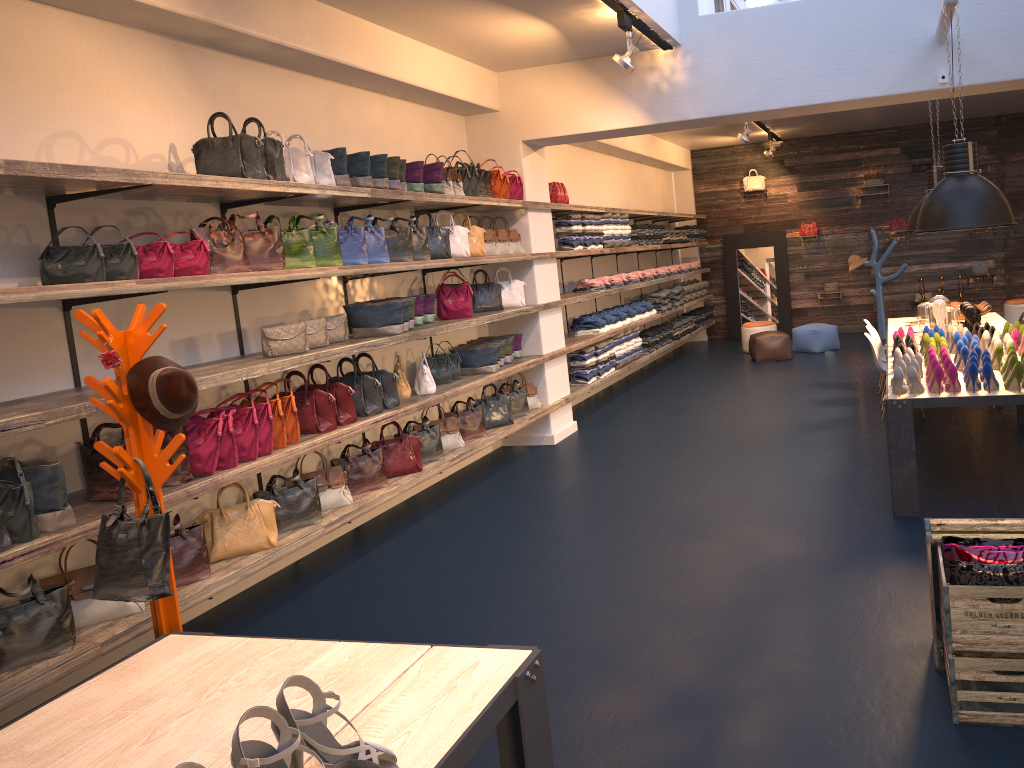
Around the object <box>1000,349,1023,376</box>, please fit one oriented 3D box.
[{"bbox_3d":[3.355,-0.152,5.775,0.193,0.194,0.254,-3,7,17],"label":"object"}]

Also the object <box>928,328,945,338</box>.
[{"bbox_3d":[3.527,-0.374,7.247,0.195,0.194,0.251,-4,7,13],"label":"object"}]

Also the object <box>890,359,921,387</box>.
[{"bbox_3d":[2.597,-0.081,5.721,0.196,0.194,0.251,-4,7,13],"label":"object"}]

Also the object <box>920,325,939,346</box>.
[{"bbox_3d":[3.636,-0.423,7.525,0.191,0.194,0.256,-3,7,21],"label":"object"}]

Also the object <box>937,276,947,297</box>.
[{"bbox_3d":[4.821,-0.976,9.750,0.150,0.466,0.130,-8,6,-27],"label":"object"}]

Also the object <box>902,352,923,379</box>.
[{"bbox_3d":[2.737,-0.129,5.981,0.199,0.194,0.247,-4,7,8],"label":"object"}]

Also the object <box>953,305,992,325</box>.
[{"bbox_3d":[4.678,-0.701,8.835,0.443,0.202,0.221,-5,7,-2],"label":"object"}]

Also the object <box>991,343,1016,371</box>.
[{"bbox_3d":[3.433,-0.199,6.060,0.191,0.194,0.256,-3,7,21],"label":"object"}]

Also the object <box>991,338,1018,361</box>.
[{"bbox_3d":[3.589,-0.252,6.342,0.191,0.194,0.256,-3,7,21],"label":"object"}]

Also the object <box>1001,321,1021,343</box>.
[{"bbox_3d":[4.217,-0.444,7.329,0.191,0.194,0.256,-3,7,21],"label":"object"}]

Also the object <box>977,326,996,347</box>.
[{"bbox_3d":[3.902,-0.391,7.143,0.192,0.194,0.255,-3,7,19],"label":"object"}]

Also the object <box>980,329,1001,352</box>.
[{"bbox_3d":[3.783,-0.343,6.871,0.193,0.194,0.254,-3,7,17],"label":"object"}]

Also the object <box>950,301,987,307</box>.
[{"bbox_3d":[4.897,-0.790,9.337,0.435,0.202,0.226,-4,7,4],"label":"object"}]

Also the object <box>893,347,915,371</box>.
[{"bbox_3d":[2.846,-0.181,6.279,0.188,0.194,0.260,-2,8,29],"label":"object"}]

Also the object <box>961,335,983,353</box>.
[{"bbox_3d":[3.514,-0.292,6.673,0.191,0.194,0.256,-3,7,21],"label":"object"}]

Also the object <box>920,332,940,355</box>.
[{"bbox_3d":[3.391,-0.330,7.012,0.190,0.194,0.258,-2,7,24],"label":"object"}]

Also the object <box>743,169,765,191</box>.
[{"bbox_3d":[4.342,-3.658,15.559,0.420,0.384,0.196,-5,6,5],"label":"object"}]

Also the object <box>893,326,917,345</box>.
[{"bbox_3d":[3.429,-0.413,7.577,0.194,0.194,0.253,-3,7,15],"label":"object"}]

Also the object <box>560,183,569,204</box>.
[{"bbox_3d":[0.421,-1.973,9.047,0.308,0.244,0.148,-4,6,12],"label":"object"}]

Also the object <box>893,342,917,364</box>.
[{"bbox_3d":[2.968,-0.227,6.539,0.193,0.194,0.253,-3,7,17],"label":"object"}]

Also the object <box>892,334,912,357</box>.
[{"bbox_3d":[3.183,-0.319,7.056,0.191,0.194,0.256,-3,7,21],"label":"object"}]

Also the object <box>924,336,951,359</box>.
[{"bbox_3d":[3.290,-0.281,6.723,0.191,0.194,0.256,-3,7,21],"label":"object"}]

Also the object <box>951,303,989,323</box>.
[{"bbox_3d":[4.782,-0.744,9.076,0.443,0.202,0.221,-5,7,-2],"label":"object"}]

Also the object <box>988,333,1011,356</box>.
[{"bbox_3d":[3.720,-0.300,6.607,0.191,0.194,0.256,-3,7,21],"label":"object"}]

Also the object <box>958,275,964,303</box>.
[{"bbox_3d":[5.028,-0.985,9.693,0.142,0.466,0.138,-6,5,-3],"label":"object"}]

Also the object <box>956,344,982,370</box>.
[{"bbox_3d":[3.240,-0.194,6.138,0.191,0.194,0.256,-3,7,21],"label":"object"}]

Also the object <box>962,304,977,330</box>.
[{"bbox_3d":[4.287,-0.607,8.111,0.146,0.284,0.162,-3,6,20],"label":"object"}]

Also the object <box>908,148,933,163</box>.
[{"bbox_3d":[6.962,-3.881,14.790,0.405,0.231,0.184,-4,6,11],"label":"object"}]

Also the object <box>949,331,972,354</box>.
[{"bbox_3d":[3.602,-0.339,6.949,0.191,0.194,0.256,-3,7,21],"label":"object"}]

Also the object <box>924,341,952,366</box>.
[{"bbox_3d":[3.161,-0.231,6.447,0.191,0.194,0.256,-3,7,21],"label":"object"}]

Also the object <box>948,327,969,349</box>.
[{"bbox_3d":[3.712,-0.383,7.195,0.191,0.194,0.256,-3,7,21],"label":"object"}]

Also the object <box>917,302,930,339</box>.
[{"bbox_3d":[3.895,-0.602,8.130,0.171,0.334,0.202,-1,7,39],"label":"object"}]

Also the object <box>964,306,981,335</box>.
[{"bbox_3d":[4.179,-0.563,7.863,0.146,0.284,0.162,-3,6,20],"label":"object"}]

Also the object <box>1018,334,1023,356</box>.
[{"bbox_3d":[3.915,-0.307,6.540,0.188,0.194,0.260,-2,8,28],"label":"object"}]

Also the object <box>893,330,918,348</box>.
[{"bbox_3d":[3.306,-0.366,7.320,0.192,0.194,0.262,-1,8,32],"label":"object"}]

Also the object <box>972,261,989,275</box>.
[{"bbox_3d":[7.962,-1.974,14.757,0.254,0.229,0.085,0,8,36],"label":"object"}]

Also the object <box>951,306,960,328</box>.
[{"bbox_3d":[4.034,-0.572,7.997,0.171,0.288,0.178,-5,6,9],"label":"object"}]

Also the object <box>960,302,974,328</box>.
[{"bbox_3d":[4.391,-0.650,8.352,0.146,0.284,0.162,-3,6,20],"label":"object"}]

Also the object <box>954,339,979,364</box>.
[{"bbox_3d":[3.378,-0.247,6.431,0.197,0.194,0.257,-3,7,21],"label":"object"}]

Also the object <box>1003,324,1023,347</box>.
[{"bbox_3d":[4.108,-0.398,7.068,0.191,0.194,0.256,-3,7,21],"label":"object"}]

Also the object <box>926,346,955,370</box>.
[{"bbox_3d":[3.042,-0.183,6.180,0.188,0.194,0.260,-2,8,29],"label":"object"}]

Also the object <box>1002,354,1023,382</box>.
[{"bbox_3d":[3.231,-0.107,5.532,0.191,0.194,0.256,-3,7,21],"label":"object"}]

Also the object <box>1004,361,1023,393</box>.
[{"bbox_3d":[3.102,-0.060,5.275,0.195,0.194,0.252,-4,7,15],"label":"object"}]

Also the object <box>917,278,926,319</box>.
[{"bbox_3d":[4.630,-0.968,9.807,0.129,0.466,0.150,-2,6,32],"label":"object"}]

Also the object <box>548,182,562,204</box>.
[{"bbox_3d":[0.335,-1.939,8.855,0.304,0.244,0.149,-3,6,16],"label":"object"}]

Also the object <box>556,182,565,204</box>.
[{"bbox_3d":[0.374,-1.956,8.948,0.302,0.244,0.150,-3,6,20],"label":"object"}]

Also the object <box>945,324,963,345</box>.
[{"bbox_3d":[3.816,-0.429,7.461,0.189,0.194,0.259,-2,8,27],"label":"object"}]

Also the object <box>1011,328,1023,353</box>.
[{"bbox_3d":[3.991,-0.354,6.826,0.191,0.194,0.256,-3,7,21],"label":"object"}]

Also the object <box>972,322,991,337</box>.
[{"bbox_3d":[4.015,-0.441,7.427,0.191,0.194,0.256,-3,7,21],"label":"object"}]

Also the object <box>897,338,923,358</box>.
[{"bbox_3d":[3.100,-0.275,6.797,0.188,0.194,0.260,-2,8,29],"label":"object"}]

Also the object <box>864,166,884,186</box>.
[{"bbox_3d":[6.255,-3.600,15.032,0.328,0.333,0.177,-1,7,30],"label":"object"}]

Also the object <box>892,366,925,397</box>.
[{"bbox_3d":[2.478,-0.032,5.446,0.189,0.194,0.259,-2,8,26],"label":"object"}]

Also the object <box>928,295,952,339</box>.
[{"bbox_3d":[3.868,-0.599,7.844,0.198,0.410,0.207,-5,6,9],"label":"object"}]
